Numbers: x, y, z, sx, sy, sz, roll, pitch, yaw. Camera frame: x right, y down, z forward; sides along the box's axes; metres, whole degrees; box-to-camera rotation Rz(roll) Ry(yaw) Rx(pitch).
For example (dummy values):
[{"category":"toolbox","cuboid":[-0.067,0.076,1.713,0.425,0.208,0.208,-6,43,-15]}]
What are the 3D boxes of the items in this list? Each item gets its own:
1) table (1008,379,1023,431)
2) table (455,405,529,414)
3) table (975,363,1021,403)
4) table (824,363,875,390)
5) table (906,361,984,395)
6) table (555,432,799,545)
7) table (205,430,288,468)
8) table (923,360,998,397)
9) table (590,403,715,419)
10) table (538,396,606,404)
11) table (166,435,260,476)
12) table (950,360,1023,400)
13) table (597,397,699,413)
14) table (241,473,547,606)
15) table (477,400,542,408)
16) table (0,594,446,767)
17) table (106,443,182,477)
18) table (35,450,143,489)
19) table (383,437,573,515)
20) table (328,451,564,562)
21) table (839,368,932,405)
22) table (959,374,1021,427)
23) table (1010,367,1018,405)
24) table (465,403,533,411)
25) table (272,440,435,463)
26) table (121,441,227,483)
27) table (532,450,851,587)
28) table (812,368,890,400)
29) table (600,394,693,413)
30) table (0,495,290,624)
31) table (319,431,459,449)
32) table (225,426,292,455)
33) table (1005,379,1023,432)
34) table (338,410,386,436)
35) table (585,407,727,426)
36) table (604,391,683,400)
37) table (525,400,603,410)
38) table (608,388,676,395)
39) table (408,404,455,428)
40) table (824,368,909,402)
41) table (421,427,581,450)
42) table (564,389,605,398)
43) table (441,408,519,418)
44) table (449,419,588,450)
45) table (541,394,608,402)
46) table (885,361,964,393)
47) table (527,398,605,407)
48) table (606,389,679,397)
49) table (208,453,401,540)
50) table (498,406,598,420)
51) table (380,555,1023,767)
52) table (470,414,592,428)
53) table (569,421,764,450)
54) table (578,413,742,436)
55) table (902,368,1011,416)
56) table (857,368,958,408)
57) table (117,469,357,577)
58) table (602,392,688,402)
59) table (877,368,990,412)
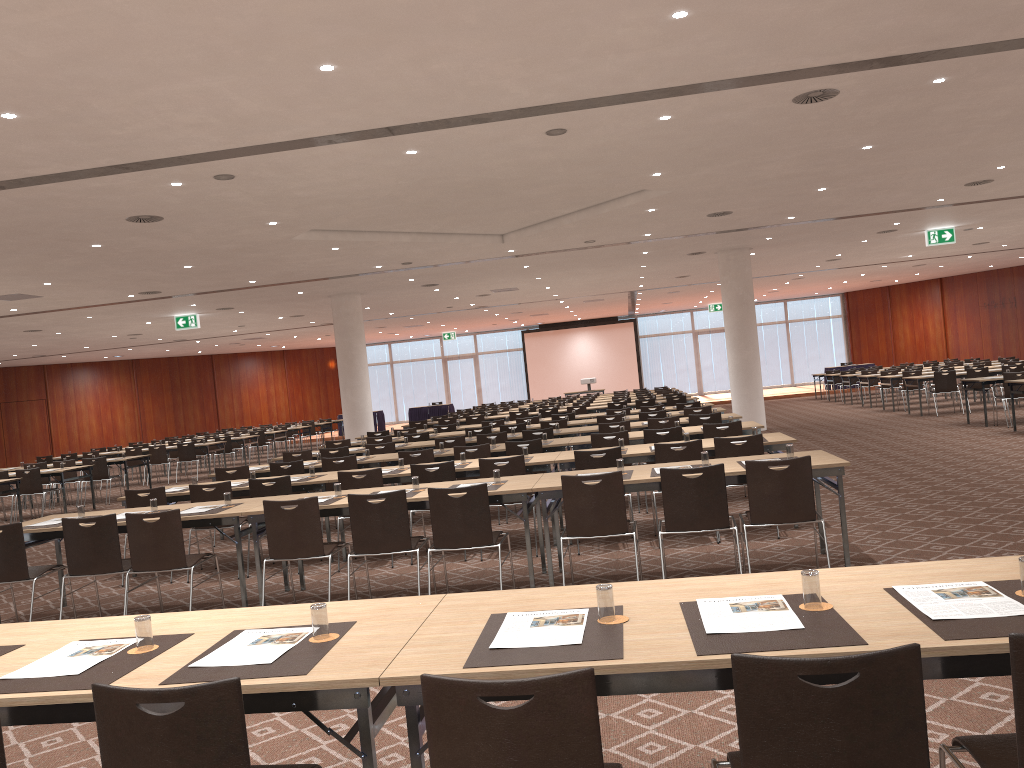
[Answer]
[{"category":"table","cuboid":[9.159,0.264,13.900,2.267,0.833,0.953,-6,1,8]},{"category":"table","cuboid":[-0.563,1.168,26.806,2.267,0.833,0.953,-6,1,8]},{"category":"table","cuboid":[12.378,-0.088,21.032,2.267,0.833,0.953,-6,1,8]},{"category":"table","cuboid":[12.351,-0.259,32.351,1.712,0.832,1.041,-6,0,8]},{"category":"table","cuboid":[13.162,-0.192,26.978,2.267,0.833,0.953,-6,1,8]},{"category":"table","cuboid":[1.630,1.033,8.861,2.267,0.833,0.953,-6,1,8]},{"category":"table","cuboid":[-7.727,1.883,25.753,2.267,0.833,0.953,-6,1,8]},{"category":"table","cuboid":[12.901,-0.158,24.996,2.267,0.833,0.953,-6,1,8]},{"category":"table","cuboid":[2.675,0.893,16.789,2.267,0.833,0.953,-6,1,8]},{"category":"table","cuboid":[1.937,0.913,28.487,2.267,0.833,0.953,-6,1,8]},{"category":"table","cuboid":[-7.989,1.918,23.771,2.267,0.833,0.953,-6,1,8]},{"category":"table","cuboid":[12.639,-0.123,23.014,2.267,0.833,0.953,-6,1,8]},{"category":"table","cuboid":[3.132,0.832,20.258,2.267,0.833,0.953,-6,1,8]},{"category":"table","cuboid":[-0.870,1.288,7.180,2.267,0.833,0.953,-6,1,8]},{"category":"table","cuboid":[-0.041,1.098,30.771,2.267,0.833,0.953,-6,1,8]},{"category":"table","cuboid":[-1.398,1.359,3.173,2.267,0.833,0.953,-6,1,8]},{"category":"table","cuboid":[-10.228,2.138,24.072,2.267,0.833,0.953,-6,1,8]},{"category":"table","cuboid":[-10.489,2.173,22.090,2.267,0.833,0.953,-6,1,8]},{"category":"table","cuboid":[-0.348,1.218,11.144,2.267,0.833,0.953,-6,1,8]},{"category":"table","cuboid":[-0.609,1.253,9.162,2.267,0.833,0.953,-6,1,8]},{"category":"table","cuboid":[10.661,0.063,25.297,2.267,0.833,0.953,-6,1,8]},{"category":"table","cuboid":[9.421,0.229,15.882,2.267,0.833,0.953,-6,1,8]},{"category":"table","cuboid":[12.117,-0.053,19.049,2.267,0.833,0.953,-6,1,8]},{"category":"table","cuboid":[-0.302,1.133,28.789,2.267,0.833,0.953,-6,1,8]},{"category":"table","cuboid":[-2.326,1.404,13.427,2.267,0.833,0.953,-6,1,8]},{"category":"table","cuboid":[-8.250,1.953,21.789,2.267,0.833,0.953,-6,1,8]},{"category":"table","cuboid":[1.369,1.068,6.879,2.267,0.833,0.953,-6,1,8]},{"category":"table","cuboid":[11.184,-0.007,29.261,2.267,0.833,0.953,-6,1,8]},{"category":"table","cuboid":[3.393,0.797,22.240,2.267,0.833,0.953,-6,1,8]},{"category":"table","cuboid":[-3.110,1.509,7.481,2.267,0.833,0.953,-6,1,8]},{"category":"table","cuboid":[-2.065,1.369,15.409,2.267,0.833,0.953,-6,1,8]},{"category":"table","cuboid":[-9.183,1.999,32.000,2.267,0.833,0.953,-6,1,8]},{"category":"table","cuboid":[9.159,0.264,13.900,2.267,0.833,0.953,-6,1,8]},{"category":"table","cuboid":[-5.915,1.539,34.807,1.712,0.832,1.041,-6,0,8]},{"category":"table","cuboid":[2.414,0.928,14.807,2.267,0.833,0.953,-6,1,8]},{"category":"table","cuboid":[3.916,0.727,26.204,2.267,0.833,0.953,-6,1,8]},{"category":"table","cuboid":[1.415,0.983,24.523,2.267,0.833,0.953,-6,1,8]},{"category":"table","cuboid":[4.438,0.657,30.168,2.267,0.833,0.953,-6,1,8]},{"category":"table","cuboid":[-3.109,1.263,34.430,1.712,0.832,1.041,-6,0,8]},{"category":"table","cuboid":[10.922,0.028,27.279,2.267,0.833,0.953,-6,1,8]},{"category":"table","cuboid":[-0.087,1.183,13.126,2.267,0.833,0.953,-6,1,8]},{"category":"table","cuboid":[2.795,0.682,33.653,1.540,0.832,0.953,-6,1,8]},{"category":"table","cuboid":[-0.824,1.203,24.824,2.267,0.833,0.953,-6,1,8]},{"category":"table","cuboid":[0.174,1.148,15.108,2.267,0.833,0.953,-6,1,8]},{"category":"table","cuboid":[2.199,0.878,30.469,2.267,0.833,0.953,-6,1,8]},{"category":"table","cuboid":[13.423,-0.227,28.960,2.267,0.833,0.953,-6,1,8]},{"category":"table","cuboid":[1.676,0.948,26.505,2.267,0.833,0.953,-6,1,8]},{"category":"table","cuboid":[4.177,0.692,28.186,2.267,0.833,0.953,-6,1,8]},{"category":"table","cuboid":[-2.587,1.439,11.445,2.267,0.833,0.953,-6,1,8]},{"category":"table","cuboid":[0.893,1.052,20.559,2.267,0.833,0.953,-6,1,8]},{"category":"table","cuboid":[0.841,1.138,2.871,2.267,0.833,0.953,-6,1,8]},{"category":"table","cuboid":[0.436,1.114,17.090,2.267,0.833,0.953,-6,1,8]},{"category":"table","cuboid":[1.891,0.998,10.843,2.267,0.833,0.953,-6,1,8]},{"category":"table","cuboid":[2.153,0.963,12.825,2.267,0.833,0.953,-6,1,8]},{"category":"table","cuboid":[9.878,0.168,19.351,2.267,0.833,0.953,-6,1,8]},{"category":"table","cuboid":[10.400,0.098,23.315,2.267,0.833,0.953,-6,1,8]},{"category":"table","cuboid":[-2.849,1.474,9.463,2.267,0.833,0.953,-6,1,8]},{"category":"table","cuboid":[3.654,0.762,24.222,2.267,0.833,0.953,-6,1,8]},{"category":"table","cuboid":[10.139,0.133,21.333,2.267,0.833,0.953,-6,1,8]}]
